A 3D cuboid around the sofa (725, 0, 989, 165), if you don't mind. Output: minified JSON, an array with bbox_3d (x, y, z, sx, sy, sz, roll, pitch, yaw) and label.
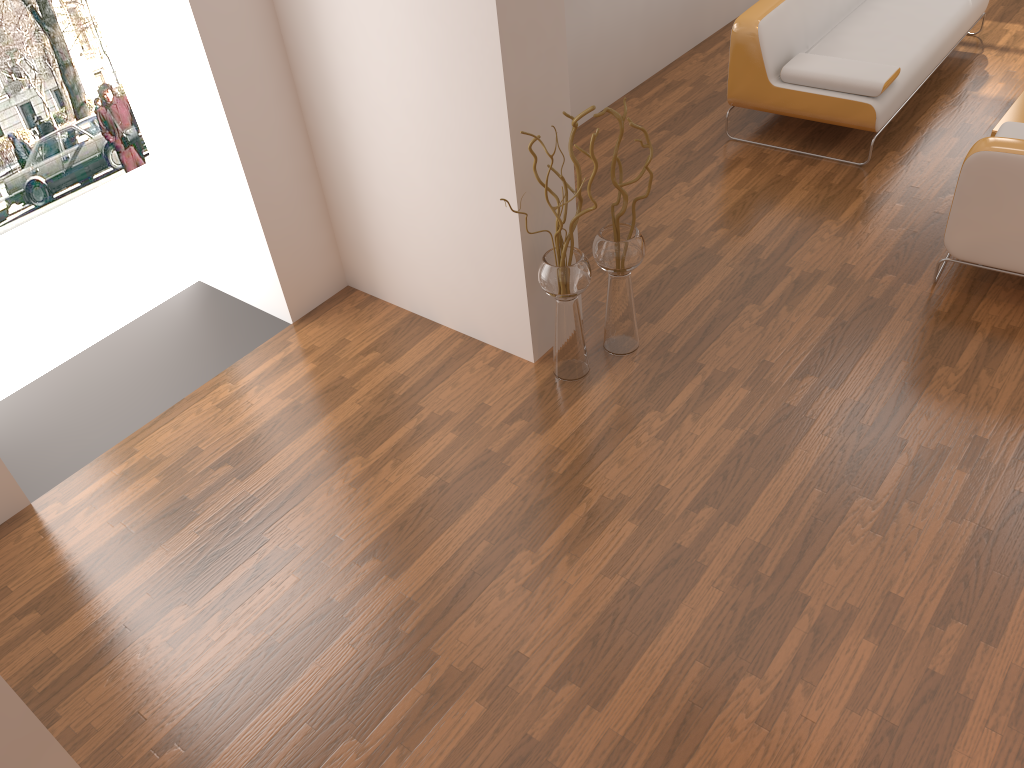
[{"bbox_3d":[2.081,-2.068,5.156,0.825,0.661,2.010,22,49,30],"label":"sofa"}]

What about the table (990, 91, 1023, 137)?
[{"bbox_3d":[3.120,-1.326,4.525,1.000,0.150,1.000,24,49,31],"label":"table"}]

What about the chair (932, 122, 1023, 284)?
[{"bbox_3d":[2.347,-0.758,3.583,0.923,0.661,0.825,19,47,28],"label":"chair"}]

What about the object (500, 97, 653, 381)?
[{"bbox_3d":[0.221,-0.479,3.236,0.655,1.112,0.284,-25,43,-19],"label":"object"}]
